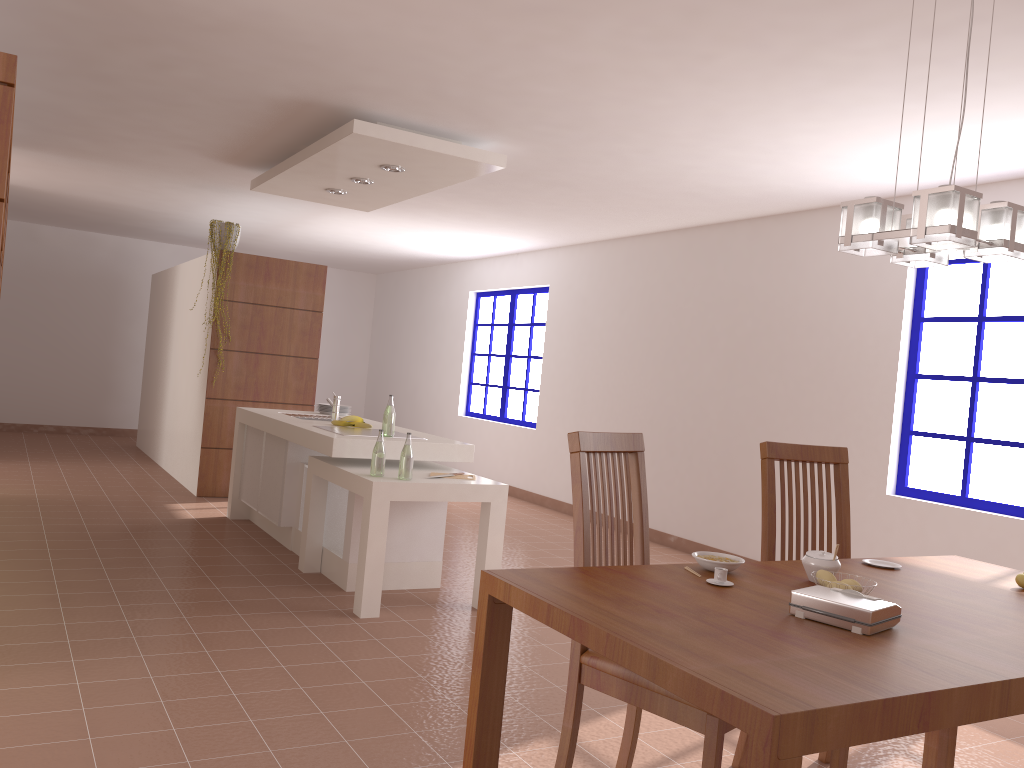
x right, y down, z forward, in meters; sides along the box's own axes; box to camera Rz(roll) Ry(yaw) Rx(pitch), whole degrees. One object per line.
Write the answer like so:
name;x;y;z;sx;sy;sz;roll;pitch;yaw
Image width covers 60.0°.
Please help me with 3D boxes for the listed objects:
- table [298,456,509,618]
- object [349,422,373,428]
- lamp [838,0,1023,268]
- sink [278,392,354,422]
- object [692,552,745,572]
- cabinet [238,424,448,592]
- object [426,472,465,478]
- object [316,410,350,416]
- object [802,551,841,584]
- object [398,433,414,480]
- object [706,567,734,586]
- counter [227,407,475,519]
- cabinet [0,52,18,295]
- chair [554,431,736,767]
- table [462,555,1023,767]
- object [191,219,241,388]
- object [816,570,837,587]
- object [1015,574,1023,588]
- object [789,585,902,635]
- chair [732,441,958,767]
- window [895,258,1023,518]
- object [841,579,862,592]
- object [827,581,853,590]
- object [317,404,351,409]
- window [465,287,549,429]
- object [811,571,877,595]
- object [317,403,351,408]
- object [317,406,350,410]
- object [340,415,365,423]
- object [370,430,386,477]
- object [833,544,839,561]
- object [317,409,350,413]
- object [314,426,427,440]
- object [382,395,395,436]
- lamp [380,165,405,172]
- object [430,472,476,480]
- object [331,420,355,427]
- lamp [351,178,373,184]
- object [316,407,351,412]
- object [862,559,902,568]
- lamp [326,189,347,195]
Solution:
table;-0.614;0.783;4.776;0.737;0.647;1.003;5;0;-30
object;-0.948;0.251;5.468;0.207;0.033;0.060;5;0;15
lamp;1.055;-0.768;2.145;0.304;0.919;0.304;5;0;-30
sink;-1.310;0.225;6.046;0.404;0.368;0.668;5;0;-30
object;0.535;0.468;2.308;0.136;0.036;0.136;5;0;18
cabinet;-1.109;0.704;5.639;0.737;0.700;2.048;5;0;-30
object;-0.340;0.475;4.615;0.041;0.008;0.375;6;0;27
object;-1.327;0.215;6.585;0.228;0.020;0.228;6;0;42
object;0.796;0.471;2.286;0.096;0.079;0.096;5;0;-35
object;-0.515;0.354;4.350;0.071;0.230;0.071;6;0;41
object;0.504;0.466;2.144;0.065;0.037;0.065;5;0;-17
counter;-1.136;0.651;5.685;0.821;0.800;2.156;5;0;-30
cabinet;-3.017;-0.524;4.471;0.754;1.200;4.718;5;0;-30
chair;0.418;0.685;2.385;0.574;1.063;0.444;6;0;40
table;0.893;0.893;2.120;1.800;0.740;0.900;5;0;-30
object;-2.388;-0.644;7.168;0.279;1.344;0.297;5;0;19
object;0.775;0.481;2.182;0.055;0.044;0.048;6;0;40
object;1.424;0.548;2.466;0.042;0.041;0.041;6;0;35
object;0.724;0.475;1.907;0.176;0.062;0.195;6;0;45
chair;1.019;0.739;2.734;0.444;1.063;0.574;5;0;-20
window;2.802;-0.003;4.582;0.035;1.430;1.699;5;0;-30
object;0.823;0.491;2.158;0.048;0.033;0.060;5;0;-31
object;0.786;0.489;2.123;0.061;0.032;0.048;6;0;29
object;-1.324;0.175;6.585;0.228;0.020;0.228;6;0;42
window;-0.035;-0.299;9.516;0.035;1.430;1.699;5;0;-30
object;0.801;0.492;2.147;0.151;0.041;0.151;5;0;20
object;-1.323;0.164;6.585;0.228;0.020;0.228;6;0;42
object;-1.325;0.185;6.585;0.228;0.020;0.228;6;0;42
object;-0.973;0.221;5.478;0.047;0.055;0.207;6;0;37
object;-0.656;0.340;4.381;0.071;0.230;0.071;6;0;41
object;0.820;0.443;2.255;0.010;0.075;0.015;5;0;-30
object;-1.327;0.205;6.585;0.228;0.020;0.228;6;0;42
object;-0.826;0.280;5.109;0.493;0.006;0.551;5;0;-30
object;-0.683;0.175;4.946;0.071;0.230;0.071;6;0;41
lamp;-0.704;-1.290;5.233;0.143;0.059;0.143;6;0;43
object;-0.310;0.484;4.663;0.266;0.006;0.168;5;0;-13
object;-1.050;0.242;5.439;0.207;0.033;0.060;6;0;40
lamp;-0.957;-1.316;5.670;0.143;0.059;0.143;5;0;-2
object;-1.326;0.195;6.585;0.228;0.020;0.228;6;0;42
object;1.092;0.533;2.620;0.108;0.008;0.108;6;0;25
lamp;-1.206;-1.342;6.102;0.143;0.059;0.143;5;0;-2
